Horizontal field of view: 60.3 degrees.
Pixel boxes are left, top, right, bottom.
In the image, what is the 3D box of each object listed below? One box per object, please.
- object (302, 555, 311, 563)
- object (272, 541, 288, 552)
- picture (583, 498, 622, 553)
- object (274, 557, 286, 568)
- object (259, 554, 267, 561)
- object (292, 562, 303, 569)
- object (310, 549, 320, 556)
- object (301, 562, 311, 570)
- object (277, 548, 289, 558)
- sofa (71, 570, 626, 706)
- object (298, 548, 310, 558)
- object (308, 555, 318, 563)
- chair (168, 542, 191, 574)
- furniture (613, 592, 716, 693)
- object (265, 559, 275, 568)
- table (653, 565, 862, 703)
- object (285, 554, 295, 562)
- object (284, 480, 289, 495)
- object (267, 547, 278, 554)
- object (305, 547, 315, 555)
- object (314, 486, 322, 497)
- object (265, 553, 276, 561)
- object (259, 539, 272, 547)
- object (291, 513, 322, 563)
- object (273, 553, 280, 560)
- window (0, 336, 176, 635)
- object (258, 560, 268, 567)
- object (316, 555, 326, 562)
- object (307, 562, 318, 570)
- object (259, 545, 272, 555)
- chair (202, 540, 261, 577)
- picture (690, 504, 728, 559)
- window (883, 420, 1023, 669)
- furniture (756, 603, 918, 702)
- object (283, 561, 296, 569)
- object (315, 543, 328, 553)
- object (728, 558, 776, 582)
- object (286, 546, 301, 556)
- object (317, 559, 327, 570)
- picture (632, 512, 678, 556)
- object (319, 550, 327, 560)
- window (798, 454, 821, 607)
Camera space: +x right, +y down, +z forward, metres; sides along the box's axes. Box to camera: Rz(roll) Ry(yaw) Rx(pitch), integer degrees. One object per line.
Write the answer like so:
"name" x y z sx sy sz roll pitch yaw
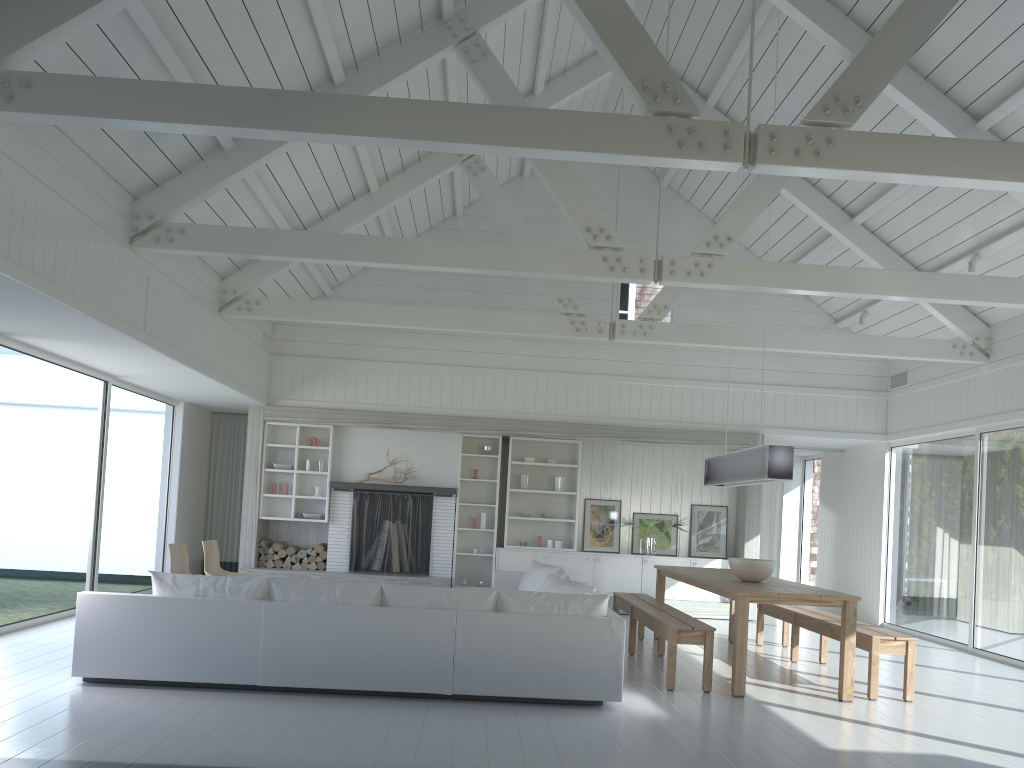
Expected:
"object" -2.662 2.279 11.512 0.080 0.079 0.481 3 -8 -3
"object" -3.026 2.122 11.516 0.110 0.110 0.498 3 -8 -3
"picture" 1.196 1.882 11.695 0.495 0.701 0.065 3 -2 -2
"object" -3.004 2.331 11.510 0.110 0.110 0.498 3 -8 -3
"object" -3.204 2.247 11.491 0.080 0.079 0.481 3 -8 -3
"object" -2.766 2.381 11.534 0.134 0.146 0.552 3 -8 -2
"object" -2.559 2.190 11.519 0.080 0.079 0.481 3 -8 -3
"object" -2.668 2.373 11.530 0.108 0.105 0.518 3 -8 -3
"object" -2.960 2.204 11.516 0.109 0.109 0.498 3 -8 -3
"sofa" -1.090 1.914 7.652 3.477 0.734 4.165 3 -8 -2
"object" -2.704 2.211 11.526 0.109 0.109 0.498 3 -8 -3
"object" -2.576 2.282 11.529 0.109 0.109 0.498 3 -8 -3
"chair" -2.846 1.831 7.916 0.555 0.777 0.599 3 -4 -2
"furniture" 1.250 2.195 7.735 0.340 0.468 2.701 3 -8 -2
"object" -3.109 2.342 11.521 0.134 0.146 0.552 3 -8 -2
"table" 1.980 2.094 7.773 0.906 0.758 2.971 3 -8 -2
"object" -2.874 2.267 11.504 0.080 0.079 0.481 3 -8 -3
"object" -2.908 1.331 11.350 0.054 0.195 0.054 3 -2 -1
"object" -3.101 2.158 11.499 0.080 0.079 0.481 3 -8 -3
"object" -2.621 2.175 11.517 0.086 0.091 0.482 3 -8 -3
"object" -2.506 1.388 11.362 0.137 0.129 0.137 4 -6 -14
"object" -3.118 2.250 11.508 0.109 0.109 0.498 3 -8 -3
"object" -3.209 2.068 11.497 0.080 0.079 0.481 3 -8 -3
"object" -2.701 2.003 11.497 0.342 0.640 0.615 4 -5 -17
"object" -3.025 2.245 11.505 0.080 0.079 0.481 3 -8 -3
"window" -4.168 0.805 6.892 0.080 2.405 8.780 3 -8 -2
"object" -3.210 2.341 11.509 0.108 0.105 0.518 3 -8 -3
"object" -2.483 2.278 11.526 0.080 0.079 0.481 3 -8 -3
"object" -2.566 2.375 11.542 0.134 0.146 0.552 3 -8 -2
"object" -3.198 2.160 11.508 0.109 0.109 0.498 3 -8 -3
"chair" -2.821 1.945 8.698 0.555 0.777 0.599 3 -4 -2
"picture" 2.624 1.968 11.750 0.495 0.701 0.065 3 -2 -2
"window" 5.111 1.199 6.142 0.080 2.405 11.010 3 -8 -2
"furniture" 2.745 2.284 7.792 0.340 0.468 2.701 3 -8 -2
"object" -2.891 2.339 11.522 0.105 0.114 0.521 3 -8 -3
"object" -2.492 2.147 11.537 0.110 0.110 0.498 3 -8 -3
"object" 2.003 1.560 7.366 0.389 0.184 0.392 4 -7 -11
"object" -2.856 2.176 11.521 0.109 0.109 0.498 3 -8 -3
"object" -2.462 2.363 11.531 0.110 0.110 0.498 3 -8 -3
"picture" 1.903 2.001 11.730 0.609 0.551 0.054 3 -2 -2
"object" -2.433 2.230 11.536 0.109 0.109 0.498 3 -8 -3
"window" 4.818 2.348 14.173 0.038 2.418 0.950 3 -3 -2
